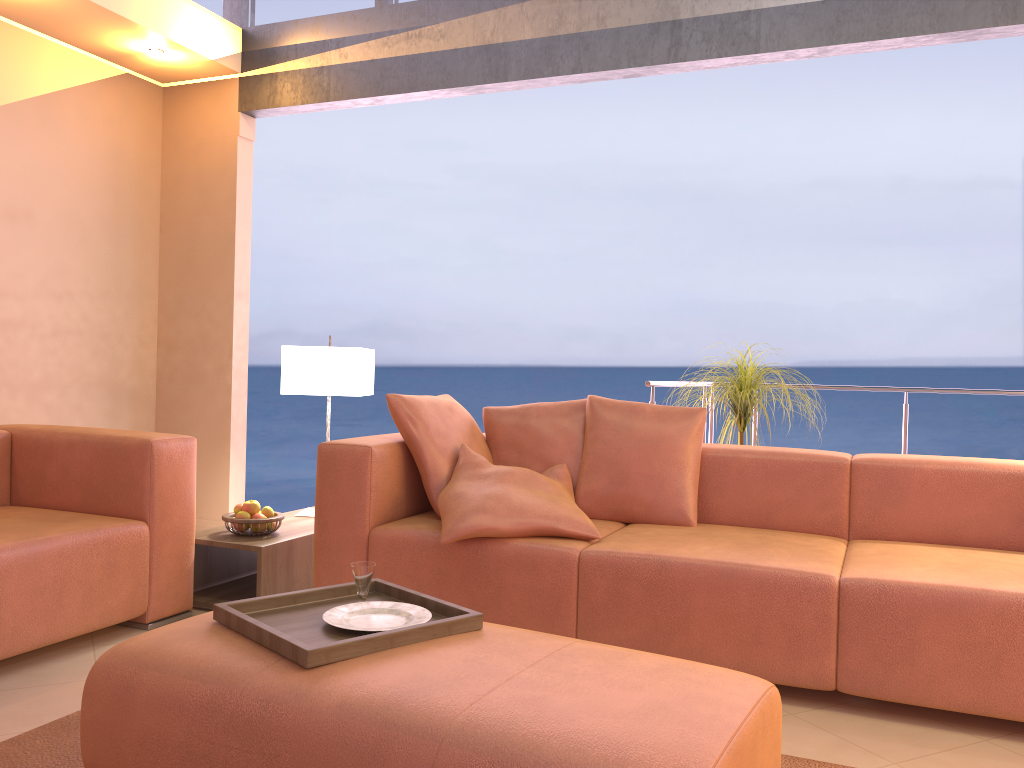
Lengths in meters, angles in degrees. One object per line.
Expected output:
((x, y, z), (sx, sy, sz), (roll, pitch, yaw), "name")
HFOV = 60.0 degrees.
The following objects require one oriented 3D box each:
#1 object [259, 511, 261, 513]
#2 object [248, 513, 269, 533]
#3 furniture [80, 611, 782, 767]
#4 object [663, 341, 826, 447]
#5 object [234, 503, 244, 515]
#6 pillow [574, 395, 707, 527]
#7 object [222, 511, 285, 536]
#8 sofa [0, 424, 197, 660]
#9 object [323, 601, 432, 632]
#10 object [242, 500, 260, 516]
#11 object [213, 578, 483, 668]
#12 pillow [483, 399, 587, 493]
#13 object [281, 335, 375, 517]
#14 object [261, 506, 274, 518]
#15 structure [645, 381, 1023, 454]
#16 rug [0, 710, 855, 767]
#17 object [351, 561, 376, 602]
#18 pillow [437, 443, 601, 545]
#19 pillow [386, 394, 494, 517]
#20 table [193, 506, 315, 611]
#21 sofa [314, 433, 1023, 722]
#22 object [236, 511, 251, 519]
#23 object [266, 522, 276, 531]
((-1.001, 0.534, 3.486), (0.077, 0.065, 0.076), (2, 1, 34), "object")
((-0.976, 0.535, 3.416), (0.074, 0.076, 0.072), (2, 1, 33), "object")
((-0.167, 0.688, 1.810), (1.291, 0.301, 0.685), (2, 1, 28), "furniture")
((1.033, 0.355, 4.020), (0.703, 1.088, 0.729), (1, 1, -9), "object")
((-1.060, 0.489, 3.463), (0.047, 0.046, 0.054), (2, 1, 9), "object")
((0.472, 0.282, 3.288), (0.470, 0.468, 0.211), (2, 1, 18), "pillow")
((-1.009, 0.547, 3.460), (0.235, 0.071, 0.235), (2, 1, 15), "object")
((-2.100, 0.498, 2.172), (0.943, 0.672, 2.781), (2, 1, 23), "sofa")
((-0.298, 0.521, 1.967), (0.240, 0.018, 0.240), (1, 1, -13), "object")
((-1.012, 0.483, 3.440), (0.069, 0.061, 0.068), (1, 1, -16), "object")
((-0.365, 0.516, 1.969), (0.436, 0.034, 0.421), (1, 1, -42), "object")
((0.112, 0.269, 3.443), (0.492, 0.446, 0.255), (2, 1, 6), "pillow")
((-0.825, 0.181, 3.981), (0.344, 0.799, 0.344), (2, 1, 1), "object")
((-0.953, 0.503, 3.458), (0.051, 0.053, 0.045), (1, 1, -44), "object")
((2.800, 0.315, 4.034), (4.176, 0.541, 1.663), (2, 1, 23), "structure")
((-0.063, 0.893, 1.473), (2.626, 0.005, 1.833), (2, 1, 23), "rug")
((-0.361, 0.482, 2.151), (0.061, 0.091, 0.061), (2, 1, 7), "object")
((0.000, 0.369, 3.068), (0.517, 0.292, 0.514), (1, 1, -8), "pillow")
((-0.235, 0.266, 3.385), (0.314, 0.455, 0.519), (2, 1, 19), "pillow")
((-0.917, 0.716, 3.702), (0.412, 0.268, 0.918), (2, 1, 23), "table")
((0.730, 0.565, 3.014), (2.781, 0.672, 0.943), (2, 1, 23), "sofa")
((-1.029, 0.510, 3.396), (0.055, 0.047, 0.045), (2, 1, 0), "object")
((-0.945, 0.551, 3.466), (0.046, 0.046, 0.055), (2, 1, 1), "object")
